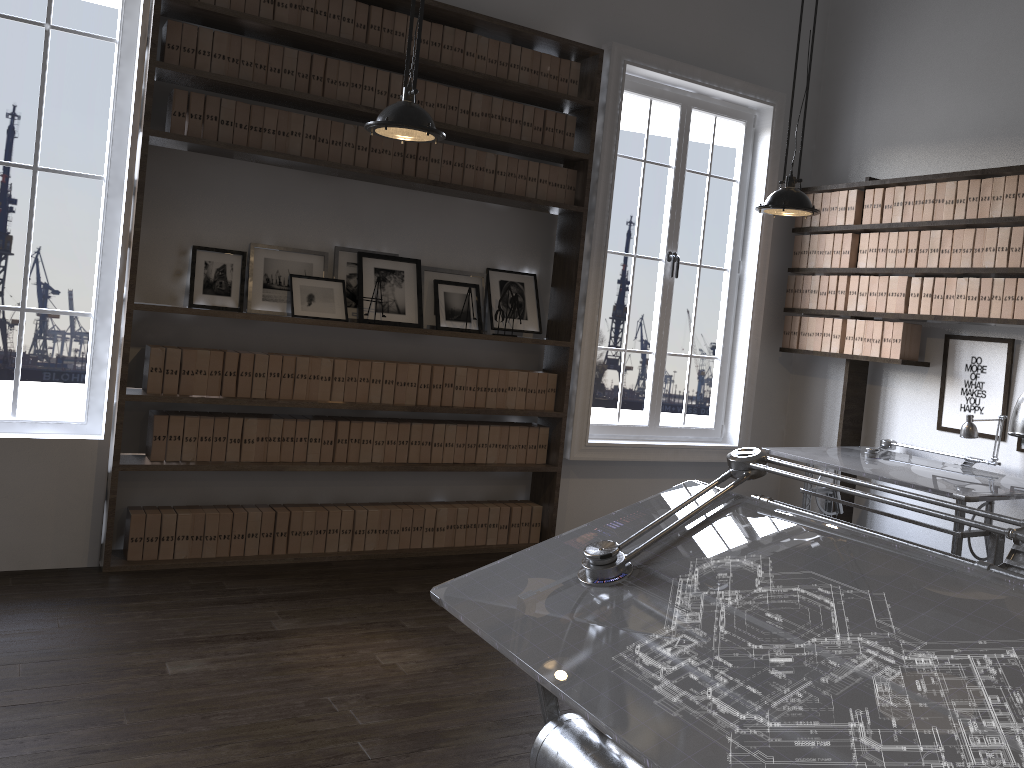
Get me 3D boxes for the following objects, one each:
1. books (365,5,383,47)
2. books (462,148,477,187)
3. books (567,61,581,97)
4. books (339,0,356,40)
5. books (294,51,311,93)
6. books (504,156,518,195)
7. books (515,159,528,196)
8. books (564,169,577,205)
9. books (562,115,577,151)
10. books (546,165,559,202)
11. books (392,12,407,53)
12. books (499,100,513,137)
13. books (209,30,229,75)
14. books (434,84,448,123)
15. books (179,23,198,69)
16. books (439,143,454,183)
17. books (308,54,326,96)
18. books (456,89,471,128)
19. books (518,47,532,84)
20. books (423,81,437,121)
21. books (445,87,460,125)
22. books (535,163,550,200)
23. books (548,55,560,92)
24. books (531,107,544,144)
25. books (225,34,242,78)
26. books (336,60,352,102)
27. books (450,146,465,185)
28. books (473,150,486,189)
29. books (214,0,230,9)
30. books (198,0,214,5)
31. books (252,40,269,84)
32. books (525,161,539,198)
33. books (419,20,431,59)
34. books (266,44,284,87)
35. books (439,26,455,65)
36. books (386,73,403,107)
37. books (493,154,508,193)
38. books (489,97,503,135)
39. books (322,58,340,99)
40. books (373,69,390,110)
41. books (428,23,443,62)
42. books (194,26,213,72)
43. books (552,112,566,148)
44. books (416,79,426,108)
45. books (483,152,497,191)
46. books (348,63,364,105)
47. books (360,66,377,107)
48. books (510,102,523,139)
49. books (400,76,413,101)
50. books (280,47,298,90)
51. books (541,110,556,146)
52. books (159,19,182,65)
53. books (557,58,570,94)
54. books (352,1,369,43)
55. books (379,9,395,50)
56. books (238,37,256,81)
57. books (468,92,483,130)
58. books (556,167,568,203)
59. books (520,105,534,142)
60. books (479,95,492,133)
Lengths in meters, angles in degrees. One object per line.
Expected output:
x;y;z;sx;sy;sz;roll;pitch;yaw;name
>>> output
-0.760;-1.873;4.709;0.067;0.225;0.175;5;2;-30;books
-0.279;-1.214;5.030;0.067;0.225;0.175;5;2;-30;books
0.328;-1.809;5.329;0.066;0.225;0.175;5;2;-30;books
-0.887;-1.880;4.638;0.066;0.225;0.175;5;2;-30;books
-1.097;-1.574;4.548;0.066;0.225;0.175;5;2;-30;books
-0.046;-1.201;5.169;0.066;0.225;0.175;5;2;-30;books
0.014;-1.198;5.205;0.066;0.225;0.175;5;2;-30;books
0.311;-1.180;5.372;0.066;0.225;0.175;5;2;-30;books
0.305;-1.492;5.343;0.066;0.225;0.175;5;2;-30;books
0.198;-1.186;5.301;0.067;0.225;0.175;5;2;-30;books
-0.638;-1.865;4.777;0.066;0.225;0.175;5;2;-30;books
-0.076;-1.515;5.128;0.066;0.225;0.175;5;2;-30;books
-1.451;-1.595;4.342;0.066;0.225;0.175;5;2;-30;books
-0.431;-1.536;4.927;0.066;0.225;0.175;5;2;-30;books
-1.576;-1.602;4.274;0.066;0.225;0.175;5;2;-30;books
-0.402;-1.222;4.967;0.066;0.225;0.175;5;2;-30;books
-1.030;-1.570;4.580;0.067;0.225;0.175;5;2;-30;books
-0.307;-1.528;4.991;0.067;0.225;0.175;5;2;-30;books
0.034;-1.826;5.163;0.066;0.225;0.175;5;2;-30;books
-0.488;-1.538;4.887;0.067;0.225;0.175;5;2;-30;books
-0.370;-1.532;4.960;0.066;0.225;0.175;5;2;-30;books
0.141;-1.190;5.268;0.066;0.225;0.175;5;2;-30;books
0.203;-1.817;5.263;0.066;0.225;0.175;5;2;-30;books
0.108;-1.504;5.234;0.066;0.225;0.175;5;2;-30;books
-1.397;-1.592;4.375;0.066;0.225;0.175;5;2;-30;books
-0.910;-1.563;4.651;0.066;0.225;0.175;5;2;-30;books
-0.340;-1.218;5.002;0.066;0.225;0.175;5;2;-30;books
-0.223;-1.212;5.067;0.066;0.225;0.175;5;2;-30;books
-1.426;-1.912;4.332;0.066;0.225;0.175;5;2;-30;books
-1.487;-1.915;4.294;0.066;0.225;0.175;5;2;-30;books
-1.281;-1.585;4.442;0.066;0.225;0.175;5;2;-30;books
0.076;-1.194;5.236;0.066;0.225;0.175;5;2;-30;books
-0.518;-1.859;4.853;0.066;0.225;0.175;5;2;-30;books
-1.220;-1.582;4.477;0.066;0.225;0.175;5;2;-30;books
-0.392;-1.852;4.922;0.066;0.225;0.175;5;2;-30;books
-0.664;-1.549;4.788;0.067;0.225;0.175;5;2;-30;books
-0.105;-1.204;5.130;0.067;0.225;0.175;5;2;-30;books
-0.131;-1.517;5.090;0.067;0.225;0.175;5;2;-30;books
-0.968;-1.567;4.621;0.066;0.225;0.175;5;2;-30;books
-0.729;-1.553;4.753;0.066;0.225;0.175;5;2;-30;books
-0.457;-1.855;4.886;0.066;0.225;0.175;5;2;-30;books
-1.513;-1.598;4.305;0.067;0.225;0.175;5;2;-30;books
0.238;-1.496;5.307;0.066;0.225;0.175;5;2;-30;books
-0.548;-1.542;4.858;0.066;0.225;0.175;5;2;-30;books
-0.168;-1.208;5.096;0.066;0.225;0.175;5;2;-30;books
-0.853;-1.560;4.679;0.067;0.225;0.175;5;2;-30;books
-0.791;-1.556;4.714;0.066;0.225;0.175;5;2;-30;books
-0.014;-1.511;5.163;0.066;0.225;0.175;5;2;-30;books
-0.602;-1.545;4.826;0.066;0.225;0.175;5;2;-30;books
-1.157;-1.577;4.508;0.066;0.225;0.175;5;2;-30;books
0.176;-1.500;5.266;0.067;0.225;0.175;5;2;-30;books
-1.637;-1.606;4.241;0.066;0.225;0.175;5;2;-30;books
0.265;-1.813;5.298;0.066;0.225;0.175;5;2;-30;books
-0.827;-1.877;4.677;0.066;0.225;0.175;5;2;-30;books
-0.698;-1.870;4.750;0.066;0.225;0.175;5;2;-30;books
-1.337;-1.588;4.404;0.067;0.225;0.175;5;2;-30;books
-0.245;-1.524;5.029;0.066;0.225;0.175;5;2;-30;books
0.251;-1.184;5.336;0.066;0.225;0.175;5;2;-30;books
0.049;-1.507;5.195;0.066;0.225;0.175;5;2;-30;books
-0.191;-1.521;5.061;0.066;0.225;0.175;5;2;-30;books
